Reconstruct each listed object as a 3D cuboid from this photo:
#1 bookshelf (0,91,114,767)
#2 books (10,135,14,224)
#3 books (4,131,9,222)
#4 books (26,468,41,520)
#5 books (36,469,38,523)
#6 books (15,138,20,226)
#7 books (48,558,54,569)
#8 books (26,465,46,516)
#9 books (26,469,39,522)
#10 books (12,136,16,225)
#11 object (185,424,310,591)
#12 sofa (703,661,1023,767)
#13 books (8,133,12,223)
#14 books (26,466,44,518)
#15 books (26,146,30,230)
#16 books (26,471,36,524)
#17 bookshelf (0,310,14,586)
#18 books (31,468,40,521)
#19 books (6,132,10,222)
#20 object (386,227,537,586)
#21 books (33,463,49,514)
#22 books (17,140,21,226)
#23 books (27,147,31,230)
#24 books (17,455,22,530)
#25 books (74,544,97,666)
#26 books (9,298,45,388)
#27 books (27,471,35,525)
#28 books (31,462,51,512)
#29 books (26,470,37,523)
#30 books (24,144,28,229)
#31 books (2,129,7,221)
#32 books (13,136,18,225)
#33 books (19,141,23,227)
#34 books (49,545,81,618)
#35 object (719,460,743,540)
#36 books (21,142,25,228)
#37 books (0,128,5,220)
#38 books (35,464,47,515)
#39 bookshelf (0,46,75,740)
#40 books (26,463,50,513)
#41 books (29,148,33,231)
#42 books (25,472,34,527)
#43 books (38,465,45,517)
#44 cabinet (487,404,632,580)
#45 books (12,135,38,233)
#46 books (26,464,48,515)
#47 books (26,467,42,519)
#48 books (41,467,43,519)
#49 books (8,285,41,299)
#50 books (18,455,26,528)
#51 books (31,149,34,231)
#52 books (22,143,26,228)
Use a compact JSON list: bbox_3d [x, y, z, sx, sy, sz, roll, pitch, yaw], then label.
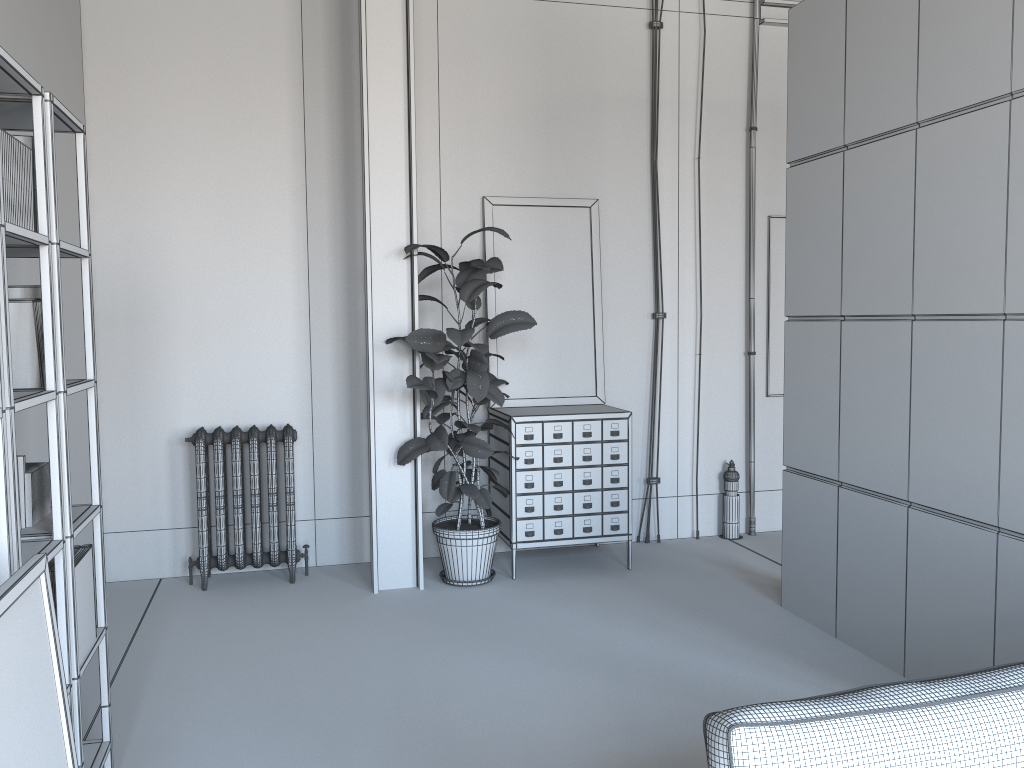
[{"bbox_3d":[-1.562,0.305,2.736,0.455,2.276,0.455,-2,4,-14],"label":"bookshelf"},{"bbox_3d":[-1.342,-0.506,2.206,0.182,0.240,0.016,-2,4,-14],"label":"books"},{"bbox_3d":[-1.330,-0.503,2.161,0.182,0.240,0.016,-2,4,-14],"label":"books"},{"bbox_3d":[-1.530,0.348,2.741,0.134,0.177,0.012,-2,4,-14],"label":"books"},{"bbox_3d":[-1.521,0.350,2.707,0.134,0.177,0.012,-2,4,-14],"label":"books"},{"bbox_3d":[-1.354,-0.510,2.252,0.182,0.240,0.016,-2,4,-14],"label":"books"},{"bbox_3d":[-1.447,0.700,2.746,0.027,0.326,0.272,-2,4,-14],"label":"books"},{"bbox_3d":[-1.544,0.344,2.796,0.134,0.177,0.012,-2,4,-14],"label":"books"},{"bbox_3d":[-1.524,0.350,2.718,0.134,0.177,0.012,-2,4,-14],"label":"books"},{"bbox_3d":[-1.346,-0.508,2.221,0.182,0.240,0.016,-2,4,-14],"label":"books"},{"bbox_3d":[-1.648,0.760,5.539,0.733,1.007,0.328,-2,4,-14],"label":"object"},{"bbox_3d":[1.433,1.013,1.538,2.347,0.948,0.952,-2,4,-14],"label":"sofa"},{"bbox_3d":[-1.338,-0.505,2.191,0.182,0.240,0.016,-2,4,-14],"label":"books"},{"bbox_3d":[-1.539,0.346,2.774,0.134,0.177,0.012,-2,4,-14],"label":"books"},{"bbox_3d":[-1.377,-0.516,2.343,0.182,0.240,0.016,-2,4,-14],"label":"books"},{"bbox_3d":[-1.516,0.352,2.685,0.134,0.177,0.012,-2,4,-14],"label":"books"},{"bbox_3d":[-1.312,0.373,1.762,0.455,2.276,0.455,-2,4,-14],"label":"bookshelf"},{"bbox_3d":[-1.527,0.349,2.729,0.134,0.177,0.012,-2,4,-14],"label":"books"},{"bbox_3d":[-1.334,-0.504,2.176,0.182,0.240,0.016,-2,4,-14],"label":"books"},{"bbox_3d":[-0.312,0.148,5.315,0.868,2.157,1.270,-2,4,-14],"label":"object"},{"bbox_3d":[-1.553,0.342,2.830,0.134,0.177,0.012,-2,4,-14],"label":"books"},{"bbox_3d":[-1.358,-0.511,2.267,0.182,0.240,0.016,-2,4,-14],"label":"books"},{"bbox_3d":[-1.381,-0.517,2.358,0.182,0.240,0.016,-2,4,-14],"label":"books"},{"bbox_3d":[-1.537,0.328,2.597,0.162,0.229,0.053,-1,4,-7],"label":"books"},{"bbox_3d":[-1.353,0.698,2.782,0.033,0.326,0.303,-2,4,-14],"label":"books"},{"bbox_3d":[-1.448,-0.114,2.571,0.195,0.268,0.084,-2,4,-13],"label":"books"},{"bbox_3d":[-1.513,0.353,2.674,0.134,0.177,0.012,-2,4,-14],"label":"books"},{"bbox_3d":[-1.559,0.340,2.852,0.134,0.177,0.012,-2,4,-14],"label":"books"},{"bbox_3d":[-1.519,0.351,2.696,0.134,0.177,0.012,-2,4,-14],"label":"books"},{"bbox_3d":[-1.373,-0.515,2.328,0.182,0.240,0.016,-2,4,-14],"label":"books"},{"bbox_3d":[-1.327,-0.502,2.146,0.182,0.240,0.016,-2,4,-14],"label":"books"},{"bbox_3d":[-1.350,-0.509,2.237,0.182,0.240,0.016,-2,4,-14],"label":"books"},{"bbox_3d":[-1.362,-0.512,2.282,0.182,0.240,0.016,-2,4,-14],"label":"books"},{"bbox_3d":[-1.402,0.700,2.769,0.068,0.327,0.303,-2,4,-14],"label":"books"},{"bbox_3d":[1.618,0.877,6.534,0.173,0.647,0.206,1,4,21],"label":"object"},{"bbox_3d":[-1.366,-0.513,2.297,0.182,0.240,0.016,-2,4,-14],"label":"books"},{"bbox_3d":[-1.323,-0.501,2.130,0.182,0.240,0.016,-2,4,-14],"label":"books"},{"bbox_3d":[-1.547,0.343,2.808,0.134,0.177,0.012,-2,4,-14],"label":"books"},{"bbox_3d":[-1.445,0.338,2.257,0.455,2.276,0.455,-2,4,-14],"label":"bookshelf"},{"bbox_3d":[-1.556,0.341,2.841,0.134,0.177,0.012,-2,4,-14],"label":"books"},{"bbox_3d":[-1.385,-0.518,2.373,0.182,0.240,0.016,-2,4,-14],"label":"books"},{"bbox_3d":[-1.510,0.353,2.662,0.134,0.177,0.012,-2,4,-14],"label":"books"},{"bbox_3d":[-1.542,0.345,2.785,0.134,0.177,0.012,-2,4,-14],"label":"books"},{"bbox_3d":[0.305,0.678,5.878,0.796,1.026,0.668,-2,4,-14],"label":"cabinet"},{"bbox_3d":[-1.477,-0.556,2.512,0.243,0.299,0.048,-2,4,-14],"label":"books"},{"bbox_3d":[-1.550,0.343,2.819,0.134,0.177,0.012,-2,4,-14],"label":"books"},{"bbox_3d":[-1.533,0.347,2.752,0.134,0.177,0.012,-2,4,-14],"label":"books"},{"bbox_3d":[-1.536,0.346,2.763,0.134,0.177,0.012,-2,4,-14],"label":"books"},{"bbox_3d":[-1.468,-0.140,2.641,0.224,0.304,0.071,-2,4,-14],"label":"books"},{"bbox_3d":[-1.542,0.328,2.640,0.176,0.232,0.015,-2,4,-14],"label":"books"},{"bbox_3d":[-1.389,-0.519,2.388,0.182,0.240,0.016,-2,4,-14],"label":"books"},{"bbox_3d":[-1.369,-0.514,2.312,0.182,0.240,0.016,-2,4,-14],"label":"books"}]
